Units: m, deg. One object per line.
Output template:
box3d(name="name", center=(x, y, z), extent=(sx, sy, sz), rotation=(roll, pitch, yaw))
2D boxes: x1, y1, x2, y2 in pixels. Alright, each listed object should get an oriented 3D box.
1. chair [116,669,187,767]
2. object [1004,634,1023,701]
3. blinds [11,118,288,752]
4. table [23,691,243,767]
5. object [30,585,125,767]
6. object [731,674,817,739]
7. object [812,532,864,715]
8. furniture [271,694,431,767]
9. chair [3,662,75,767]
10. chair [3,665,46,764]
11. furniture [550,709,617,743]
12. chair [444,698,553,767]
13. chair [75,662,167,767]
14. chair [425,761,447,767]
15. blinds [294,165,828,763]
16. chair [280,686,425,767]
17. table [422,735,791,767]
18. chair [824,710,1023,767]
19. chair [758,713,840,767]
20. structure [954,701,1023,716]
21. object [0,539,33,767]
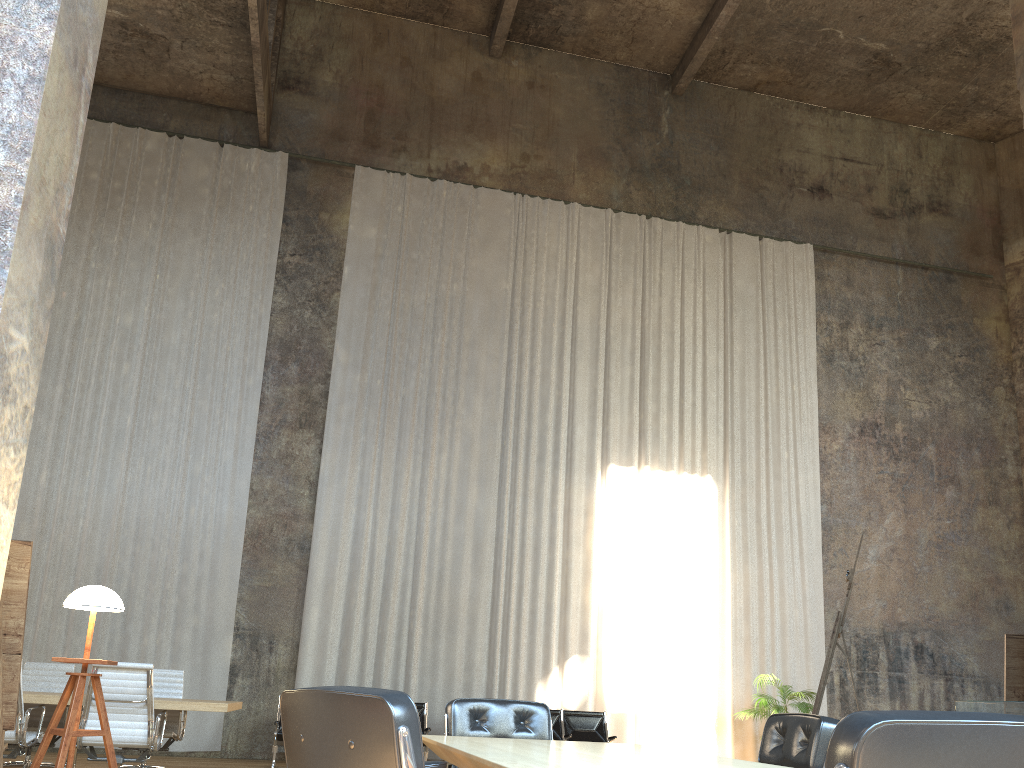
box3d(name="chair", center=(-2.675, 2.119, 5.176), extent=(31.534, 0.999, 13.392), rotation=(7, -20, -12))
box3d(name="object", center=(3.901, 2.284, 6.228), extent=(0.702, 2.077, 0.706), rotation=(0, -14, 14))
box3d(name="blinds", center=(-7.307, 0.138, 11.330), extent=(7.843, 8.374, 0.282), rotation=(6, -14, -11))
box3d(name="table", center=(-6.113, 2.588, 6.596), extent=(7.722, 0.735, 1.655), rotation=(7, -19, -12))
box3d(name="object", center=(-1.844, 1.469, 3.652), extent=(0.660, 1.255, 0.588), rotation=(6, -15, -12))
box3d(name="object", center=(3.789, 4.783, 12.200), extent=(1.136, 1.409, 1.122), rotation=(9, -17, -20))
box3d(name="object", center=(2.084, 2.013, 5.737), extent=(0.685, 2.077, 0.723), rotation=(-2, -15, 19))
box3d(name="furniture", center=(-1.908, 4.209, 10.569), extent=(1.874, 0.816, 0.731), rotation=(7, -17, -12))
box3d(name="chair", center=(-4.171, 2.956, 7.701), extent=(0.666, 0.992, 0.722), rotation=(5, -16, -8))
box3d(name="chair", center=(-3.791, 2.495, 6.381), extent=(0.666, 0.992, 0.722), rotation=(4, -16, -3))
box3d(name="furniture", center=(0.419, 4.508, 11.063), extent=(1.874, 0.816, 0.731), rotation=(7, -17, -12))
box3d(name="chair", center=(0.009, 2.104, 4.591), extent=(0.733, 0.863, 0.846), rotation=(7, -17, -15))
box3d(name="chair", center=(-2.957, 2.614, 6.593), extent=(0.666, 0.992, 0.722), rotation=(5, -16, -6))
box3d(name="chair", center=(-0.470, 1.659, 3.437), extent=(0.825, 0.864, 0.751), rotation=(8, -17, -17))
box3d(name="blinds", center=(1.114, 1.219, 13.117), extent=(7.843, 8.374, 0.282), rotation=(6, -14, -11))
box3d(name="chair", center=(-0.215, 1.324, 2.480), extent=(0.834, 0.863, 0.743), rotation=(16, -20, -37))
box3d(name="table", center=(0.339, 1.670, 3.087), extent=(1.106, 0.676, 2.492), rotation=(7, -20, -11))
box3d(name="chair", center=(0.672, 1.080, 1.688), extent=(0.733, 0.863, 0.845), rotation=(8, -17, -17))
box3d(name="chair", center=(0.951, 1.879, 3.841), extent=(0.821, 0.864, 0.754), rotation=(4, -16, -5))
box3d(name="structure", center=(2.984, 2.237, 4.712), extent=(0.737, 0.981, 0.767), rotation=(6, -16, -12))
box3d(name="object", center=(-2.759, 1.223, 4.247), extent=(0.704, 2.077, 0.704), rotation=(6, -14, -13))
